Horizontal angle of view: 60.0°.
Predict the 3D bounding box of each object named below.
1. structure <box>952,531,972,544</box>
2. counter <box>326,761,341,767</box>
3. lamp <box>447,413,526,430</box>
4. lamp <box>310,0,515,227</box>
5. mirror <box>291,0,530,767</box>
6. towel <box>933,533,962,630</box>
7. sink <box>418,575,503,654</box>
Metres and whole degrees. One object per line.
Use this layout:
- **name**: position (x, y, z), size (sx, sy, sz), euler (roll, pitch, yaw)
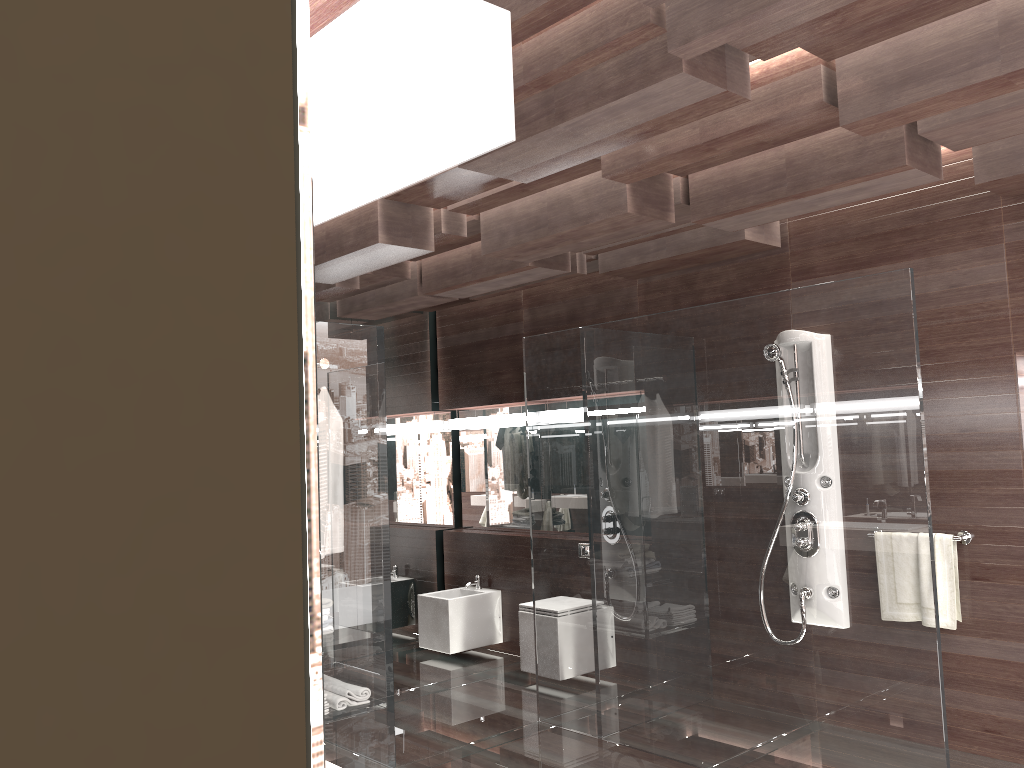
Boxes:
- **structure**: position (1.849, 0.696, 4.055), size (0.071, 0.061, 0.455), euler (2, -6, -42)
- **counter**: position (-1.091, 0.854, 2.160), size (0.488, 0.131, 1.954), euler (2, -6, -42)
- **lamp**: position (-0.152, 0.276, 6.510), size (0.082, 0.082, 0.950), euler (2, -6, -42)
- **lamp**: position (-0.346, -0.150, 0.868), size (0.082, 0.082, 0.950), euler (2, -6, -42)
- **mirror**: position (-0.243, 0.409, 3.660), size (4.126, 0.916, 5.081), euler (2, -6, -42)
- **towel**: position (1.834, 0.881, 4.017), size (0.352, 0.414, 0.097), euler (-6, -6, 41)
- **sink**: position (-0.363, 1.593, 6.206), size (0.469, 0.456, 0.357), euler (2, -6, -42)
